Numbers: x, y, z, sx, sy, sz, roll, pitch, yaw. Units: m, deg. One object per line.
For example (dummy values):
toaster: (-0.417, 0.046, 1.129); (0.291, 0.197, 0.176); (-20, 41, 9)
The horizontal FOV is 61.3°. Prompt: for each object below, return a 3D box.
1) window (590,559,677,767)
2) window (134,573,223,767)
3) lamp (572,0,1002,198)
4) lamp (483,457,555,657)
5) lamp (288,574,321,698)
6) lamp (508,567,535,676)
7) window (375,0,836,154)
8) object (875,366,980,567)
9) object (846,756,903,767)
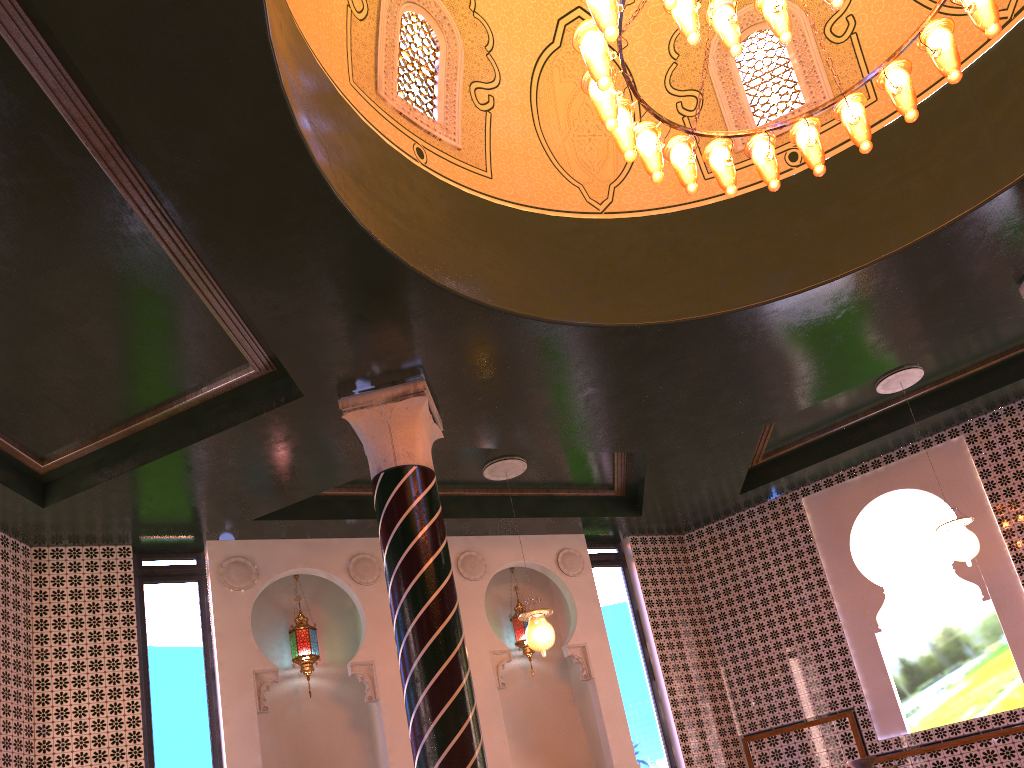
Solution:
window: (1.649, 4.230, 11.653); (0.772, 3.728, 0.098); (-2, -22, -27)
window: (-3.506, 3.886, 9.193); (0.772, 3.728, 0.098); (-2, -22, -27)
lamp: (1.187, -3.854, 5.335); (2.496, 4.293, 2.638); (-15, -22, 9)
lamp: (0.130, 1.969, 9.721); (0.516, 2.161, 0.560); (-9, -20, -9)
lamp: (-2.470, 2.952, 10.204); (0.323, 1.458, 0.389); (-3, -21, -23)
lamp: (0.136, 3.136, 11.466); (0.330, 1.458, 0.380); (-17, -20, 14)
window: (1.060, -3.827, 5.449); (5.796, 1.089, 5.925); (-32, -34, 33)
object: (4.620, 0.936, 9.480); (0.516, 2.161, 0.560); (-9, -20, -9)
object: (1.600, 2.137, 3.479); (0.307, 1.167, 0.488); (-18, -21, 16)
